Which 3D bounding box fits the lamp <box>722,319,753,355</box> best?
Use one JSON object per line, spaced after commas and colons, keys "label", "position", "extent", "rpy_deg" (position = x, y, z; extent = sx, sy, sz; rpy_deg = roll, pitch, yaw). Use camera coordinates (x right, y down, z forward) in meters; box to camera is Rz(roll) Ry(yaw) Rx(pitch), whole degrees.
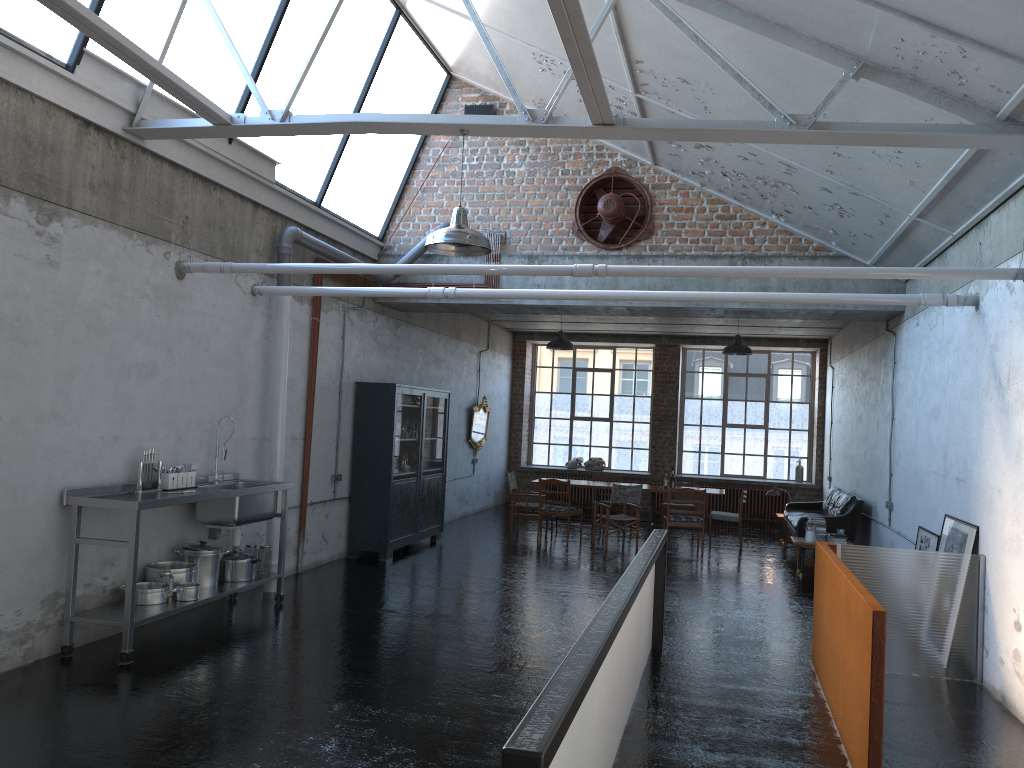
{"label": "lamp", "position": [3.713, -0.934, 14.554], "extent": [0.502, 0.891, 0.502], "rpy_deg": [2, -2, 18]}

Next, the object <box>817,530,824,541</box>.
{"label": "object", "position": [4.137, 2.044, 11.885], "extent": [0.087, 0.155, 0.087], "rpy_deg": [3, -2, -14]}

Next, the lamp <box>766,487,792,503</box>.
{"label": "lamp", "position": [4.663, 2.041, 15.428], "extent": [0.496, 0.492, 0.220], "rpy_deg": [3, -2, 6]}

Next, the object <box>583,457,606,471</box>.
{"label": "object", "position": [1.845, 1.802, 20.019], "extent": [0.418, 0.305, 0.625], "rpy_deg": [3, -2, -13]}

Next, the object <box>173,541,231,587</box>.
{"label": "object", "position": [-2.796, 1.611, 7.985], "extent": [0.346, 0.394, 0.392], "rpy_deg": [1, -3, 38]}

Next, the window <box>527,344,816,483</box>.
{"label": "window", "position": [7.656, 2.416, 19.422], "extent": [19.864, 12.900, 0.747], "rpy_deg": [2, -2, 14]}

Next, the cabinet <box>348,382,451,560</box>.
{"label": "cabinet", "position": [-1.558, 1.184, 12.683], "extent": [0.572, 2.297, 2.386], "rpy_deg": [2, -2, 14]}

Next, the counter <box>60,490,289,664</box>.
{"label": "counter", "position": [-2.762, 1.505, 7.643], "extent": [0.589, 1.160, 2.374], "rpy_deg": [2, -2, 14]}

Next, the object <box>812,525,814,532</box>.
{"label": "object", "position": [4.055, 2.008, 11.959], "extent": [0.037, 0.204, 0.023], "rpy_deg": [4, -3, -37]}

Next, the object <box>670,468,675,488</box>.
{"label": "object", "position": [2.635, 1.547, 14.549], "extent": [0.075, 0.324, 0.075], "rpy_deg": [1, -3, 39]}

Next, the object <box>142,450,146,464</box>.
{"label": "object", "position": [-3.030, 0.602, 7.298], "extent": [0.019, 0.114, 0.027], "rpy_deg": [2, -2, 9]}

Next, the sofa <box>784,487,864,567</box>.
{"label": "sofa", "position": [4.734, 2.139, 13.646], "extent": [0.929, 1.045, 2.610], "rpy_deg": [2, -2, 13]}

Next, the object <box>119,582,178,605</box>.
{"label": "object", "position": [-2.955, 1.701, 7.199], "extent": [0.404, 0.124, 0.323], "rpy_deg": [1, -3, 40]}

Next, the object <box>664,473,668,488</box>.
{"label": "object", "position": [2.525, 1.584, 14.532], "extent": [0.070, 0.235, 0.041], "rpy_deg": [2, -2, 13]}

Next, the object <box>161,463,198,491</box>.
{"label": "object", "position": [-2.926, 0.800, 7.752], "extent": [0.166, 0.234, 0.454], "rpy_deg": [2, -2, 15]}

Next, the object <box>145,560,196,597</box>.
{"label": "object", "position": [-2.921, 1.667, 7.589], "extent": [0.403, 0.231, 0.505], "rpy_deg": [2, -2, 25]}

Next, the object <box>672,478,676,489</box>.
{"label": "object", "position": [2.630, 1.615, 14.416], "extent": [0.051, 0.180, 0.097], "rpy_deg": [3, -2, -15]}

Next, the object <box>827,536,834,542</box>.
{"label": "object", "position": [4.222, 2.070, 11.756], "extent": [0.092, 0.099, 0.092], "rpy_deg": [3, -2, -9]}

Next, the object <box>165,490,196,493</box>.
{"label": "object", "position": [-2.775, 0.903, 7.386], "extent": [0.045, 0.022, 0.327], "rpy_deg": [1, -3, 33]}

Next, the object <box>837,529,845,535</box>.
{"label": "object", "position": [4.424, 1.993, 11.940], "extent": [0.103, 0.068, 0.103], "rpy_deg": [3, -2, -14]}

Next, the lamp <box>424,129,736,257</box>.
{"label": "lamp", "position": [1.107, -1.843, 8.453], "extent": [0.945, 2.025, 5.320], "rpy_deg": [1, -3, 32]}

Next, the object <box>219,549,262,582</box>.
{"label": "object", "position": [-2.583, 1.691, 8.319], "extent": [0.367, 0.278, 0.395], "rpy_deg": [4, -3, -34]}

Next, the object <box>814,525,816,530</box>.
{"label": "object", "position": [4.065, 1.989, 11.939], "extent": [0.052, 0.185, 0.009], "rpy_deg": [2, -2, 15]}

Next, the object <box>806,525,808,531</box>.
{"label": "object", "position": [3.992, 2.005, 11.967], "extent": [0.023, 0.202, 0.046], "rpy_deg": [5, -3, -40]}

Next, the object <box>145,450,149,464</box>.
{"label": "object", "position": [-3.021, 0.604, 7.333], "extent": [0.019, 0.114, 0.027], "rpy_deg": [2, -2, 9]}

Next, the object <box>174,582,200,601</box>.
{"label": "object", "position": [-2.693, 1.721, 7.346], "extent": [0.202, 0.115, 0.253], "rpy_deg": [1, -3, 40]}

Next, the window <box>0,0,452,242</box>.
{"label": "window", "position": [-2.279, -3.311, 8.363], "extent": [0.994, 2.404, 8.048], "rpy_deg": [2, -2, 14]}

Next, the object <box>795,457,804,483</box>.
{"label": "object", "position": [6.188, 1.849, 19.085], "extent": [0.172, 0.551, 0.172], "rpy_deg": [4, -3, -32]}

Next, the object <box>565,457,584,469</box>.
{"label": "object", "position": [1.424, 1.800, 20.184], "extent": [0.281, 0.281, 0.575], "rpy_deg": [1, -3, 40]}

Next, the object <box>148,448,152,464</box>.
{"label": "object", "position": [-3.012, 0.597, 7.371], "extent": [0.022, 0.132, 0.033], "rpy_deg": [2, -2, 9]}

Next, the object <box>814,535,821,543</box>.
{"label": "object", "position": [4.064, 2.064, 11.794], "extent": [0.092, 0.099, 0.092], "rpy_deg": [3, -2, -9]}

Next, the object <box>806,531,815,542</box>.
{"label": "object", "position": [4.017, 2.050, 11.930], "extent": [0.110, 0.137, 0.110], "rpy_deg": [2, -2, 14]}

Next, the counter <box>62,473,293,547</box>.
{"label": "counter", "position": [-2.754, 1.171, 7.658], "extent": [0.625, 0.644, 2.435], "rpy_deg": [2, -2, 14]}

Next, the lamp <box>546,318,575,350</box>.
{"label": "lamp", "position": [0.849, -1.045, 15.245], "extent": [0.502, 0.891, 0.502], "rpy_deg": [2, -2, 18]}

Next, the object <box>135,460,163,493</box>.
{"label": "object", "position": [-3.015, 0.773, 7.384], "extent": [0.067, 0.260, 0.322], "rpy_deg": [2, -2, 14]}

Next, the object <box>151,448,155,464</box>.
{"label": "object", "position": [-3.002, 0.599, 7.412], "extent": [0.022, 0.132, 0.033], "rpy_deg": [2, -2, 9]}

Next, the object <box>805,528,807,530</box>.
{"label": "object", "position": [4.002, 2.014, 11.949], "extent": [0.137, 0.190, 0.009], "rpy_deg": [2, -2, 17]}

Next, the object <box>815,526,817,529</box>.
{"label": "object", "position": [4.062, 1.996, 11.926], "extent": [0.062, 0.169, 0.009], "rpy_deg": [2, -2, 13]}
